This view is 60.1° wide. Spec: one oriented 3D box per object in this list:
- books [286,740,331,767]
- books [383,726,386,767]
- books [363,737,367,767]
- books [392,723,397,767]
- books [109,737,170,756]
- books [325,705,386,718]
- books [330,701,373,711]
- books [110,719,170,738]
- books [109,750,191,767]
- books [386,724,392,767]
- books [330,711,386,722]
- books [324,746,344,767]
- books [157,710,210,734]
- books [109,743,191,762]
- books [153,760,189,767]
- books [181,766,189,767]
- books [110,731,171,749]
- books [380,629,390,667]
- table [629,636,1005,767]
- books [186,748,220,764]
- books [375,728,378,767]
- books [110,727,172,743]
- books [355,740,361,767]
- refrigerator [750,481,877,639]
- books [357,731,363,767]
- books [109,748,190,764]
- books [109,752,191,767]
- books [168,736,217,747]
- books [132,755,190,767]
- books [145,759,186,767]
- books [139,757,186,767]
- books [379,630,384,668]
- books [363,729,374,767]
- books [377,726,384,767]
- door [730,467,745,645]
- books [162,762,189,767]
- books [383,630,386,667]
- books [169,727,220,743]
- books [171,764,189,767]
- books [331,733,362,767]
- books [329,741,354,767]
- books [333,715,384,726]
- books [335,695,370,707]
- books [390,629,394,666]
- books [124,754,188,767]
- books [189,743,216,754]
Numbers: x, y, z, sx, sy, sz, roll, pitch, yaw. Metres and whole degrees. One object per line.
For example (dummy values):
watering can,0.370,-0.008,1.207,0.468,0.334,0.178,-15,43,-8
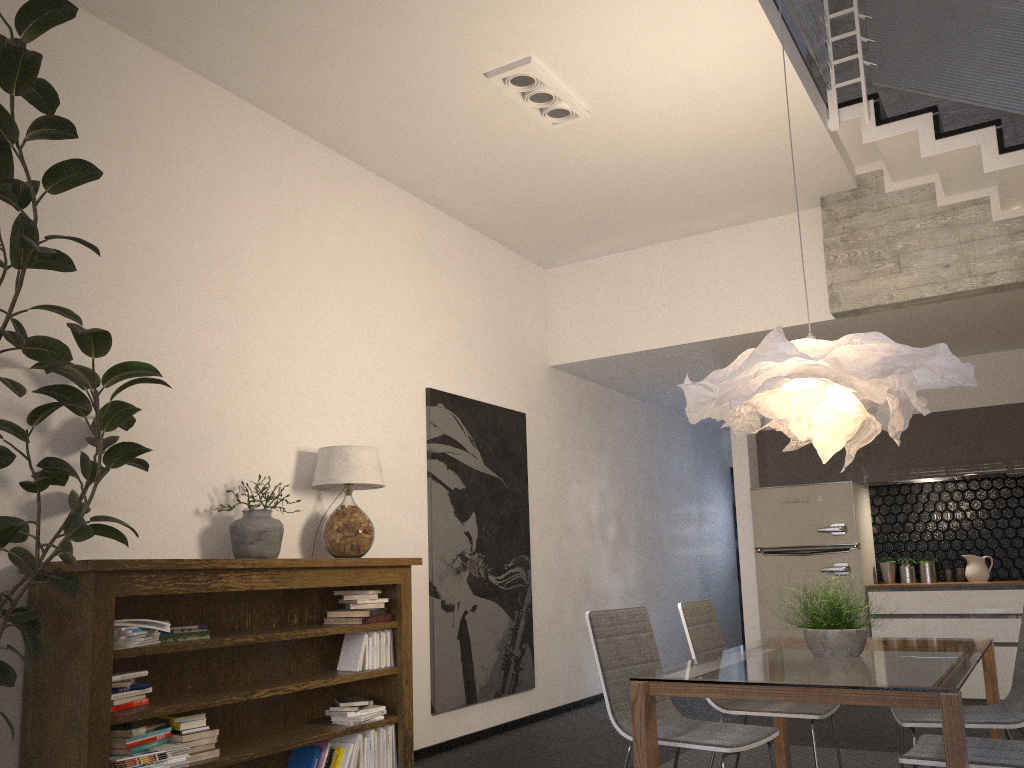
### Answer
books,-0.983,1.815,4.223,0.172,0.225,0.166,-8,-12,30
books,-0.721,1.867,4.541,0.176,0.241,0.024,-8,-11,31
books,-0.781,1.858,4.398,0.155,0.203,0.021,-8,-11,31
books,-0.673,1.873,4.577,0.175,0.242,0.040,-8,-11,31
books,-1.478,1.401,3.431,0.175,0.023,0.252,-4,-12,11
books,-0.781,1.630,4.420,0.176,0.023,0.244,-12,-16,40
books,-0.801,1.606,4.418,0.155,0.022,0.207,-4,-12,11
books,-1.493,1.342,3.454,0.194,0.028,0.248,-4,-12,11
books,-1.425,1.418,3.378,0.219,0.007,0.306,-10,-14,33
books,-0.691,1.868,4.552,0.176,0.241,0.024,-8,-11,31
books,-0.762,1.649,4.406,0.175,0.019,0.245,-6,-13,20
books,-0.906,1.844,4.254,0.147,0.182,0.148,-9,-12,33
books,-1.371,1.393,3.661,0.217,0.068,0.158,-12,-15,40
books,-1.428,1.402,3.384,0.219,0.013,0.306,-10,-15,34
books,-1.426,1.450,3.363,0.219,0.013,0.306,-10,-15,34
books,-1.425,1.473,3.361,0.219,0.008,0.306,-9,-14,30
books,-1.478,1.379,3.435,0.175,0.023,0.251,-5,-12,16
books,-0.697,1.384,4.646,0.136,0.187,0.018,-8,-11,31
table,1.298,1.422,3.442,1.000,0.708,1.811,-8,-13,30
books,-1.348,1.515,3.626,0.244,0.033,0.181,-9,-14,32
books,-0.755,1.856,4.484,0.176,0.241,0.024,-8,-11,31
books,-1.491,1.363,3.451,0.193,0.014,0.257,-6,-13,18
books,-0.819,1.846,4.336,0.155,0.201,0.073,-8,-11,30
refrigerator,2.536,1.709,7.359,0.831,1.696,0.774,-7,-11,30
books,-0.813,1.838,4.390,0.176,0.241,0.024,-8,-11,31
books,-1.429,1.411,3.382,0.219,0.007,0.306,-10,-15,34
books,-1.423,1.424,3.376,0.219,0.007,0.306,-10,-14,33
books,-1.361,1.466,3.647,0.244,0.023,0.176,-11,-15,37
books,-1.427,1.436,3.377,0.219,0.006,0.306,-10,-15,34
books,-1.430,1.446,3.368,0.219,0.008,0.290,-11,-15,36
books,-1.431,1.441,3.369,0.219,0.008,0.290,-11,-15,36
books,-0.724,1.375,4.599,0.136,0.187,0.015,-8,-11,31
books,-0.762,1.841,4.415,0.176,0.241,0.024,-8,-11,31
books,-0.726,1.856,4.491,0.175,0.241,0.019,-8,-11,31
door,3.285,2.111,10.733,1.111,2.295,0.161,-8,-11,31
books,-1.425,1.458,3.364,0.219,0.008,0.306,-10,-15,34
books,-0.721,1.383,4.637,0.136,0.187,0.018,-8,-11,31
books,-1.351,1.440,3.650,0.226,0.029,0.180,-10,-14,33
books,-1.426,1.466,3.361,0.219,0.007,0.306,-10,-15,34
books,-0.832,1.826,4.316,0.175,0.233,0.101,-8,-11,30
books,-0.853,1.839,4.281,0.155,0.192,0.105,-8,-11,30
books,-0.765,1.667,4.399,0.156,0.020,0.206,-12,-16,40
books,-0.801,1.585,4.428,0.147,0.023,0.223,2,-13,-18
books,-0.683,1.388,4.666,0.136,0.188,0.031,-8,-11,31
books,-1.426,1.431,3.373,0.219,0.008,0.290,-10,-14,34
books,-1.359,1.487,3.629,0.228,0.023,0.167,-8,-14,28
